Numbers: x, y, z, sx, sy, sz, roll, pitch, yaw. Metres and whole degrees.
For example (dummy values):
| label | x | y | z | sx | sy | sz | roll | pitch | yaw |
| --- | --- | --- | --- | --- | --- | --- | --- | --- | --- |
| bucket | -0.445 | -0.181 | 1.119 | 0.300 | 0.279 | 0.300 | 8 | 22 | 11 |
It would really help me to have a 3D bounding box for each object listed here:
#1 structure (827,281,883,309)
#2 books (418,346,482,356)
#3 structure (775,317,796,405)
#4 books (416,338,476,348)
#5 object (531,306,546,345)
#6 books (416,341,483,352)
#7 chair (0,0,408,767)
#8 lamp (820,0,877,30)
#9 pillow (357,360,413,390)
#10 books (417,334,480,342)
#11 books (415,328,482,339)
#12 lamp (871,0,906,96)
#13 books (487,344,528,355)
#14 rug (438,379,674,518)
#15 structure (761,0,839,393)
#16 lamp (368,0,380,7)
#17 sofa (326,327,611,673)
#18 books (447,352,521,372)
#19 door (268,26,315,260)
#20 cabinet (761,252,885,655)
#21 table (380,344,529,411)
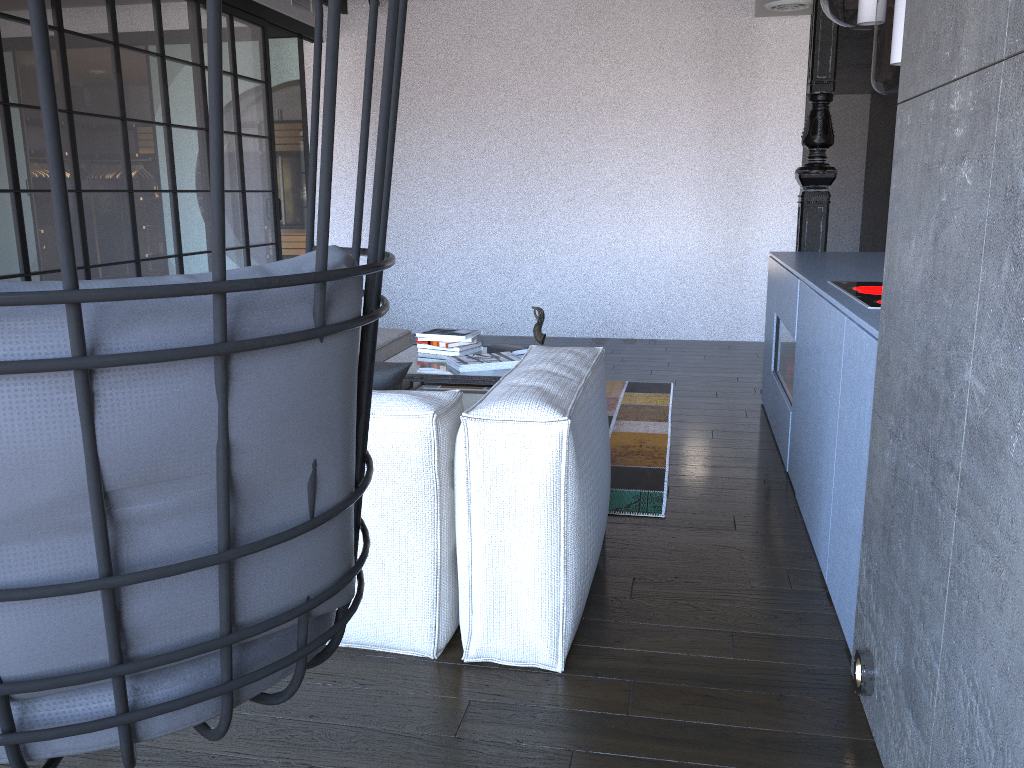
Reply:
| label | x | y | z | sx | sy | sz | roll | pitch | yaw |
| --- | --- | --- | --- | --- | --- | --- | --- | --- | --- |
| structure | 1.312 | -0.272 | 2.790 | 0.504 | 0.057 | 0.762 | 2 | 12 | 11 |
| books | -0.305 | -0.172 | 4.349 | 0.247 | 0.024 | 0.209 | 7 | 14 | 30 |
| structure | 1.412 | -0.085 | 4.017 | 0.332 | 0.395 | 0.942 | 2 | 12 | 11 |
| books | -0.319 | -0.211 | 4.321 | 0.190 | 0.023 | 0.239 | -12 | 17 | -43 |
| object | 0.124 | -0.272 | 4.320 | 0.093 | 0.223 | 0.099 | -10 | 16 | -38 |
| books | -0.306 | -0.194 | 4.345 | 0.251 | 0.023 | 0.209 | 7 | 14 | 30 |
| chair | -0.484 | -0.655 | 0.894 | 0.802 | 2.223 | 0.682 | -9 | 15 | -33 |
| lamp | 1.330 | -1.648 | 3.236 | 0.364 | 0.665 | 0.364 | -2 | 12 | -6 |
| pillow | -0.548 | 0.037 | 2.624 | 0.538 | 0.418 | 0.238 | 0 | 12 | 1 |
| books | -0.307 | -0.232 | 4.333 | 0.268 | 0.014 | 0.196 | 2 | 12 | 10 |
| books | -0.307 | -0.247 | 4.329 | 0.268 | 0.014 | 0.196 | 4 | 13 | 22 |
| lamp | 1.233 | -1.384 | 2.704 | 0.194 | 0.956 | 0.197 | 10 | 16 | 40 |
| books | -0.015 | -0.168 | 4.308 | 0.129 | 0.029 | 0.181 | -11 | 16 | -40 |
| rug | 0.086 | 0.217 | 4.493 | 1.432 | 0.013 | 2.361 | 2 | 12 | 11 |
| structure | -2.276 | -0.963 | 4.398 | 8.513 | 2.397 | 0.481 | -2 | 13 | -8 |
| lamp | -1.021 | -2.862 | 6.477 | 0.093 | 0.210 | 0.145 | 1 | 12 | 6 |
| sofa | -0.764 | 0.024 | 3.900 | 2.536 | 0.698 | 3.296 | 2 | 12 | 10 |
| books | -0.117 | -0.099 | 3.982 | 0.308 | 0.038 | 0.225 | -5 | 13 | -18 |
| door | -3.654 | -1.711 | 7.842 | 4.185 | 2.596 | 0.138 | 2 | 13 | 11 |
| cabinet | 1.423 | 0.006 | 3.457 | 0.607 | 0.845 | 2.956 | 2 | 12 | 11 |
| table | -0.214 | 0.073 | 4.174 | 0.842 | 0.389 | 0.847 | 2 | 12 | 11 |
